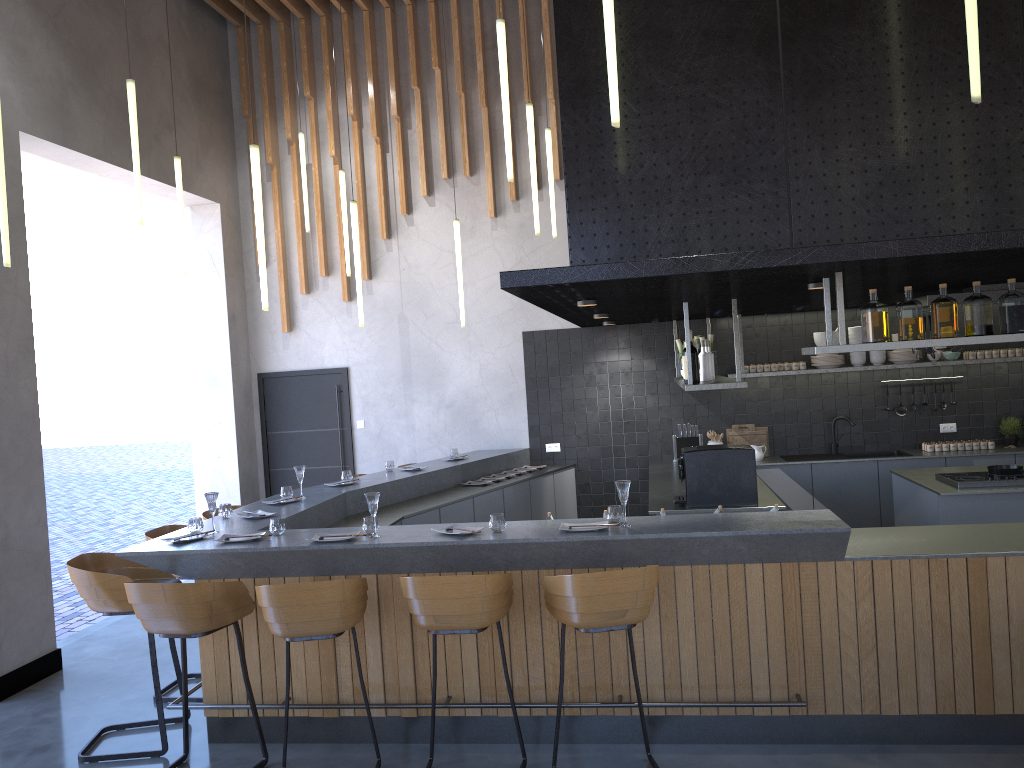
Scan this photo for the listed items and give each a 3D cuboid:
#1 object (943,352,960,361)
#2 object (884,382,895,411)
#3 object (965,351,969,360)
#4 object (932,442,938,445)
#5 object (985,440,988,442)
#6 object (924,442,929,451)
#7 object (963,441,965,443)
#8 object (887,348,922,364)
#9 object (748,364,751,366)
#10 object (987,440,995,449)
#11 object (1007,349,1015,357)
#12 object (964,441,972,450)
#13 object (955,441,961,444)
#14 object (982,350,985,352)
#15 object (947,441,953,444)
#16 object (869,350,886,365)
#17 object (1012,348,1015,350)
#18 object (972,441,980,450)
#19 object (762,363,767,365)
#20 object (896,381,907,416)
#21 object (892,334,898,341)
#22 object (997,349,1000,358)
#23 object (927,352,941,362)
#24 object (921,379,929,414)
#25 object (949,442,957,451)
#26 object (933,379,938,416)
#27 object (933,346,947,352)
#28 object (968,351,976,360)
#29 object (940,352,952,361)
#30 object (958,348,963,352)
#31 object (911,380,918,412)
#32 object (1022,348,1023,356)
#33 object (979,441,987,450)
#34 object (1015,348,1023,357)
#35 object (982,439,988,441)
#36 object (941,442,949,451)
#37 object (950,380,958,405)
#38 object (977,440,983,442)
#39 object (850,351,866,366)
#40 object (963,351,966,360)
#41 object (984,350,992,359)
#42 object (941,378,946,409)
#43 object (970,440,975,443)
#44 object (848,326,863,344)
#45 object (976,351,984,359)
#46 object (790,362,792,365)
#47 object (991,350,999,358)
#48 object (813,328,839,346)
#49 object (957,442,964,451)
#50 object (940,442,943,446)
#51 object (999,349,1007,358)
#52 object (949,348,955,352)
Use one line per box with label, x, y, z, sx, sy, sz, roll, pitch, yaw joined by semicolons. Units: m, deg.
object;4.056;-0.251;8.179;0.146;0.073;0.146;-4;1;-19
object;3.610;0.117;8.496;0.103;0.280;0.103;-4;1;-39
object;4.261;-0.267;8.262;0.062;0.078;0.062;-3;1;14
object;3.989;0.588;8.354;0.062;0.078;0.062;-3;1;14
object;4.445;0.560;8.282;0.062;0.078;0.062;-3;1;14
object;3.921;0.592;8.364;0.062;0.078;0.062;-3;1;14
object;4.251;0.572;8.313;0.062;0.078;0.062;-3;1;14
object;3.700;-0.292;8.366;0.304;0.195;0.300;-3;1;20
object;2.335;-0.152;8.664;0.062;0.078;0.062;-4;1;4
object;4.435;0.562;8.215;0.062;0.078;0.062;-3;1;14
object;4.580;-0.285;8.143;0.062;0.078;0.062;-3;1;14
object;4.240;0.574;8.245;0.062;0.078;0.062;-3;1;14
object;4.186;0.576;8.323;0.062;0.078;0.062;-3;1;14
object;4.394;-0.275;8.241;0.062;0.078;0.062;-3;1;14
object;4.120;0.580;8.333;0.062;0.078;0.062;-3;1;14
object;3.459;-0.286;8.395;0.143;0.214;0.149;-3;1;38
object;4.655;-0.291;8.200;0.062;0.078;0.062;-3;1;14
object;4.305;0.570;8.235;0.062;0.078;0.062;-3;1;14
object;2.466;-0.160;8.643;0.062;0.078;0.062;-4;1;4
object;3.733;0.137;8.520;0.104;0.336;0.031;-4;1;8
object;3.695;-0.425;8.365;0.204;0.106;0.204;-4;1;-25
object;4.526;-0.283;8.221;0.062;0.078;0.062;-3;1;14
object;3.952;-0.251;8.305;0.118;0.083;0.118;-3;1;37
object;3.949;0.124;8.490;0.068;0.337;0.024;-4;1;9
object;4.109;0.582;8.266;0.062;0.078;0.062;-3;1;14
object;4.048;0.131;8.474;0.033;0.363;0.024;-4;1;9
object;4.011;-0.338;8.316;0.118;0.083;0.118;-4;1;-3
object;4.250;-0.265;8.195;0.062;0.078;0.062;-3;1;14
object;4.076;-0.260;8.345;0.118;0.083;0.118;-3;1;41
object;4.102;-0.283;8.176;0.111;0.082;0.019;-4;1;9
object;3.844;0.115;8.498;0.062;0.306;0.038;-4;1;9
object;4.710;-0.293;8.123;0.062;0.078;0.062;-3;1;14
object;4.370;0.566;8.225;0.062;0.078;0.062;-3;1;14
object;4.644;-0.289;8.133;0.062;0.078;0.062;-3;1;14
object;4.456;0.558;8.353;0.062;0.078;0.062;-3;1;14
object;4.044;0.586;8.276;0.062;0.078;0.062;-3;1;14
object;4.183;0.070;8.412;0.074;0.256;0.074;-4;1;-36
object;4.380;0.564;8.292;0.062;0.078;0.062;-3;1;14
object;3.282;-0.275;8.422;0.143;0.214;0.149;-3;1;38
object;4.272;-0.269;8.333;0.062;0.078;0.062;-3;1;14
object;4.383;-0.273;8.174;0.062;0.078;0.062;-3;1;14
object;4.119;0.094;8.470;0.032;0.298;0.035;-4;1;-39
object;4.315;0.568;8.303;0.062;0.078;0.062;-3;1;14
object;3.272;-0.440;8.420;0.143;0.214;0.149;-3;1;38
object;4.318;-0.269;8.184;0.062;0.078;0.062;-3;1;14
object;2.727;-0.176;8.602;0.062;0.078;0.062;-4;1;4
object;4.449;-0.277;8.164;0.062;0.078;0.062;-3;1;14
object;3.017;-0.444;8.481;0.249;0.243;0.248;-4;1;10
object;4.175;0.578;8.256;0.062;0.078;0.062;-3;1;14
object;4.054;0.584;8.343;0.062;0.078;0.062;-3;1;14
object;4.515;-0.281;8.153;0.062;0.078;0.062;-3;1;14
object;4.109;-0.299;8.333;0.111;0.082;0.019;-3;1;19
